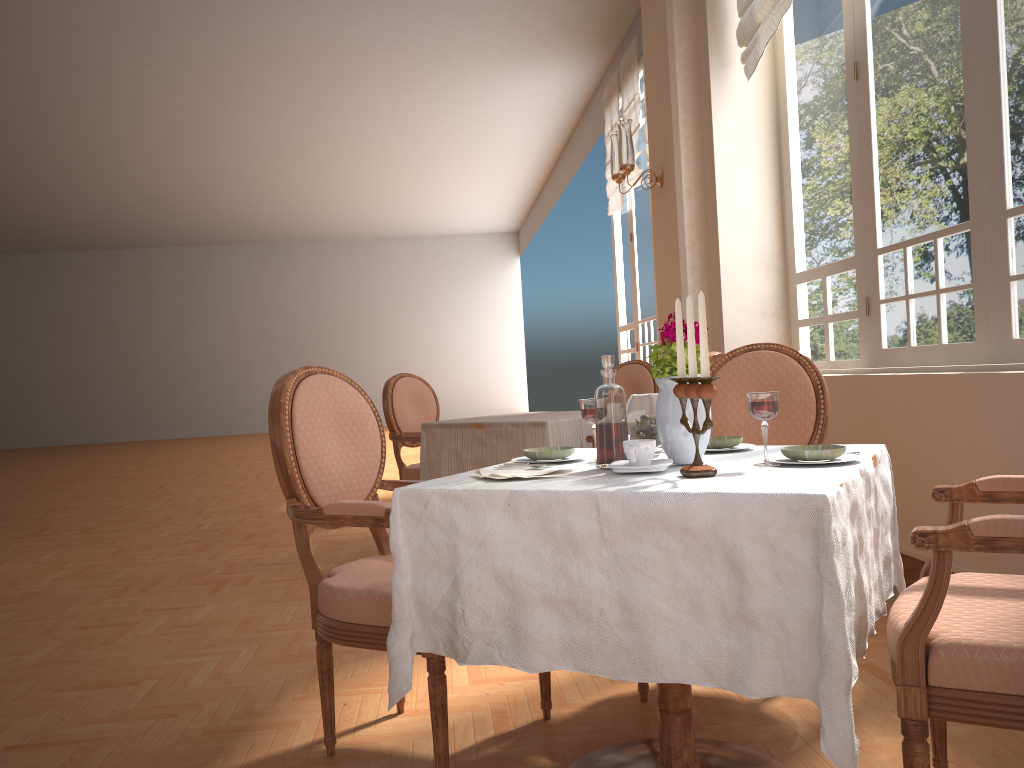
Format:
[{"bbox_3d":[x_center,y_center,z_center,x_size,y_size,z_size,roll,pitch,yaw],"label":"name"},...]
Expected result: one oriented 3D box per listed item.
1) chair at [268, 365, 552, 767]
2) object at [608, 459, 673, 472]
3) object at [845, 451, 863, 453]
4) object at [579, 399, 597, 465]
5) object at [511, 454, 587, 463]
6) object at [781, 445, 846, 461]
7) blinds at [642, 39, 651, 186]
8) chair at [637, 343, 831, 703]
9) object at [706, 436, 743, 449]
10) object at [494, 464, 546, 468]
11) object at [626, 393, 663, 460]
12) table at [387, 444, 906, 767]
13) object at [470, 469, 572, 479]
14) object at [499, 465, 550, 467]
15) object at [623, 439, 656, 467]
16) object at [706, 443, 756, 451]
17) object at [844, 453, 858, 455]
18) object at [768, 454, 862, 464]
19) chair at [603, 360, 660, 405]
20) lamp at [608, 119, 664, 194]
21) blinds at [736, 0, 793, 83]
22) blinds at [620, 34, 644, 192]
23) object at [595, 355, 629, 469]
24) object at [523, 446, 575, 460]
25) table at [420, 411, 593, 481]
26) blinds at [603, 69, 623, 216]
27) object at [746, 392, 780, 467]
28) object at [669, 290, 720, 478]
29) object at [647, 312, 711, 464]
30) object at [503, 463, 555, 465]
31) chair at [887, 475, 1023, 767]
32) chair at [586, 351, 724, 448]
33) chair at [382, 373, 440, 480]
[{"bbox_3d":[-0.262,0.405,2.148,0.593,0.931,0.520,-3,1,28],"label":"chair"},{"bbox_3d":[0.243,0.156,1.676,0.119,0.016,0.119,-3,0,15],"label":"object"},{"bbox_3d":[0.642,0.137,1.791,0.125,0.006,0.027,-3,1,31],"label":"object"},{"bbox_3d":[0.174,0.099,1.853,0.062,0.135,0.062,-3,1,26],"label":"object"},{"bbox_3d":[0.083,0.168,1.983,0.171,0.005,0.171,-3,0,32],"label":"object"},{"bbox_3d":[0.567,0.131,1.667,0.117,0.024,0.117,-3,1,36],"label":"object"},{"bbox_3d":[1.089,-2.241,6.804,0.054,1.301,0.689,-3,1,-5],"label":"blinds"},{"bbox_3d":[0.642,0.351,2.419,0.521,0.931,0.593,-3,1,28],"label":"chair"},{"bbox_3d":[0.465,0.135,2.013,0.117,0.024,0.117,-4,0,-26],"label":"object"},{"bbox_3d":[0.015,0.172,1.856,0.125,0.006,0.027,-3,1,28],"label":"object"},{"bbox_3d":[0.283,0.091,1.865,0.093,0.138,0.093,-3,1,23],"label":"object"},{"bbox_3d":[0.318,0.499,1.806,0.829,0.680,0.836,-3,1,29],"label":"table"},{"bbox_3d":[-0.008,0.171,1.693,0.234,0.012,0.094,-3,1,34],"label":"object"},{"bbox_3d":[0.026,0.173,1.879,0.125,0.002,0.016,-3,0,29],"label":"object"},{"bbox_3d":[0.235,0.132,1.671,0.078,0.049,0.062,-4,1,-33],"label":"object"},{"bbox_3d":[0.465,0.145,2.014,0.171,0.005,0.171,-3,0,26],"label":"object"},{"bbox_3d":[0.617,0.139,1.752,0.127,0.004,0.013,-3,1,32],"label":"object"},{"bbox_3d":[0.568,0.142,1.668,0.171,0.005,0.171,-4,1,-45],"label":"object"},{"bbox_3d":[0.558,0.338,4.858,0.521,0.931,0.593,-3,1,40],"label":"chair"},{"bbox_3d":[0.708,-1.283,5.038,0.274,0.362,0.320,-3,1,-5],"label":"lamp"},{"bbox_3d":[1.179,-2.189,4.090,0.072,1.376,0.843,-3,1,-4],"label":"blinds"},{"bbox_3d":[1.007,-2.275,7.655,0.085,1.236,0.699,-3,1,-5],"label":"blinds"},{"bbox_3d":[0.197,0.054,1.766,0.074,0.222,0.074,-4,1,-26],"label":"object"},{"bbox_3d":[0.083,0.157,1.983,0.117,0.024,0.117,-3,0,5],"label":"object"},{"bbox_3d":[0.125,0.493,4.320,0.829,0.677,0.830,-3,1,40],"label":"table"},{"bbox_3d":[0.956,-2.250,8.442,0.038,1.293,0.689,-3,1,-5],"label":"blinds"},{"bbox_3d":[0.468,0.083,1.641,0.062,0.135,0.062,-3,1,26],"label":"object"},{"bbox_3d":[0.320,0.000,1.563,0.059,0.326,0.177,-3,1,-6],"label":"object"},{"bbox_3d":[0.333,0.006,1.750,0.124,0.302,0.143,-3,1,-6],"label":"object"},{"bbox_3d":[0.039,0.171,1.896,0.127,0.004,0.013,-3,1,29],"label":"object"},{"bbox_3d":[0.943,0.340,1.477,0.593,0.931,0.520,-3,1,28],"label":"chair"},{"bbox_3d":[0.669,0.339,3.875,0.593,0.931,0.520,-3,1,40],"label":"chair"},{"bbox_3d":[-0.382,0.393,4.770,0.593,0.931,0.520,-3,1,40],"label":"chair"}]
